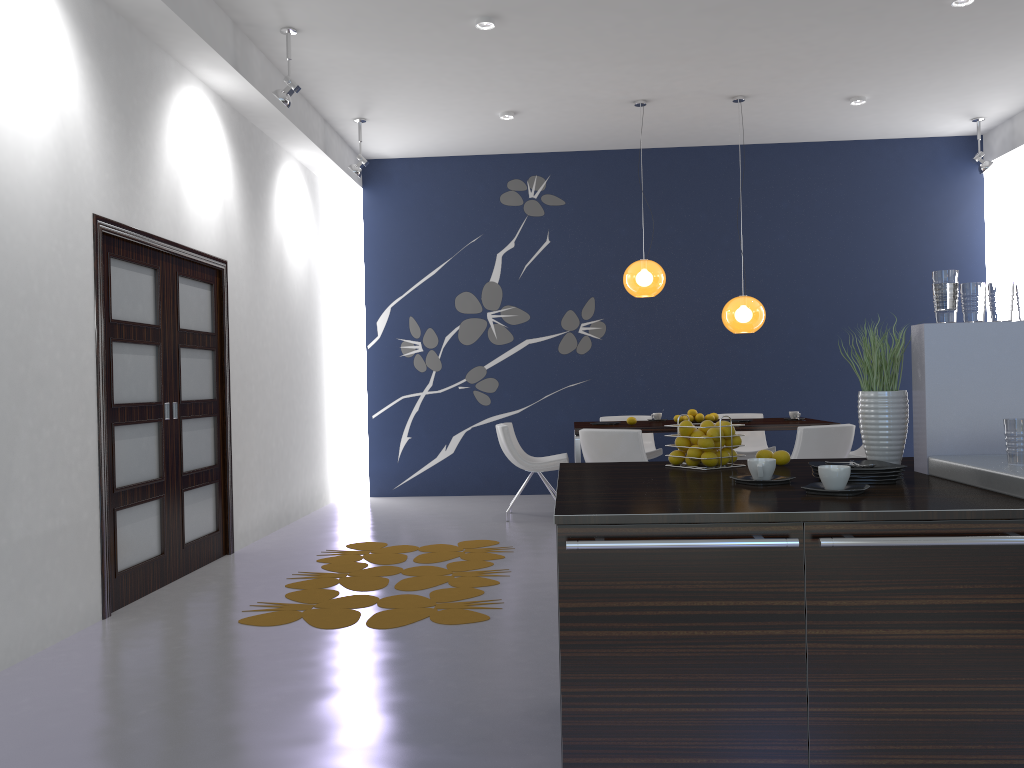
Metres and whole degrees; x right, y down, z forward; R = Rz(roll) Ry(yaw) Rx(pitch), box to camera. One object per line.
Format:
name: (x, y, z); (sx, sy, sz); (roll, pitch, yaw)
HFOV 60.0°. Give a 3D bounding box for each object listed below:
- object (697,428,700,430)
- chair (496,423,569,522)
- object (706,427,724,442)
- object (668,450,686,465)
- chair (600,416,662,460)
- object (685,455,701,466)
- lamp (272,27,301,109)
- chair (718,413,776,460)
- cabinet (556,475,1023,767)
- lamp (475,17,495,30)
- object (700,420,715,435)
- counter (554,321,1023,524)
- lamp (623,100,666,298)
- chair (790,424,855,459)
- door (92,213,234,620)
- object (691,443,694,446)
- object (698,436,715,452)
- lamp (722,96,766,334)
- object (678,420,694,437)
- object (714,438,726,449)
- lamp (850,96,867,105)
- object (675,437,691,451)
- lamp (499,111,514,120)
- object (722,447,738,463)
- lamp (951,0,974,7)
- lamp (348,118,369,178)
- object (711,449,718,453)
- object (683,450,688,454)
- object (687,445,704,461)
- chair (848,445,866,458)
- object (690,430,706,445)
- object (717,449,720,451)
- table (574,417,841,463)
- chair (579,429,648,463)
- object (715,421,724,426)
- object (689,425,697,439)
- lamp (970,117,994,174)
object: (0.668, 0.175, 3.078); (0.061, 0.052, 0.053); (-1, 0, 17)
chair: (0.180, 0.736, 7.604); (0.620, 0.805, 0.508); (-1, 0, 4)
object: (0.675, 0.168, 2.945); (0.063, 0.051, 0.053); (-1, 0, -41)
object: (0.566, 0.252, 3.035); (0.053, 0.052, 0.062); (-1, 0, 43)
chair: (1.119, 0.713, 8.403); (0.508, 0.805, 0.620); (-1, 0, -1)
object: (0.615, 0.253, 3.002); (0.061, 0.055, 0.050); (-1, 0, -41)
lamp: (-1.488, -2.066, 5.826); (0.185, 0.511, 0.150); (-1, 0, 4)
chair: (2.157, 0.689, 8.337); (0.508, 0.805, 0.620); (-1, 0, 4)
cabinet: (1.788, 0.682, 2.519); (3.285, 0.852, 1.377); (-1, 0, 4)
lamp: (-0.174, -2.335, 5.741); (0.132, 0.035, 0.132); (-1, 0, -43)
object: (0.663, 0.149, 3.011); (0.051, 0.053, 0.063); (-1, 0, 5)
counter: (1.780, 0.459, 2.508); (3.291, 1.300, 1.302); (-1, 0, 4)
lamp: (1.103, -1.561, 7.491); (0.358, 1.645, 0.359); (-1, 0, 14)
chair: (2.142, 0.692, 6.466); (0.508, 0.805, 0.620); (-1, 0, -26)
door: (-2.144, 0.164, 5.378); (0.220, 2.061, 1.764); (-1, 0, 4)
object: (0.637, 0.211, 3.045); (0.051, 0.053, 0.062); (-1, 0, 12)
object: (0.640, 0.197, 2.924); (0.060, 0.055, 0.053); (-1, 0, -43)
lamp: (1.924, -1.415, 7.442); (0.359, 1.974, 0.358); (-1, 0, 9)
object: (0.588, 0.152, 2.997); (0.050, 0.060, 0.059); (-1, 0, 3)
object: (0.687, 0.193, 2.986); (0.064, 0.053, 0.051); (-1, 0, 6)
lamp: (2.947, -2.410, 7.546); (0.132, 0.035, 0.132); (-1, 0, -39)
object: (0.582, 0.201, 3.016); (0.061, 0.054, 0.053); (-1, 0, -40)
lamp: (-0.046, -2.341, 7.737); (0.132, 0.035, 0.132); (-1, 0, 4)
object: (0.734, 0.241, 3.007); (0.060, 0.057, 0.052); (-1, 0, 5)
lamp: (2.820, -2.404, 5.550); (0.132, 0.035, 0.132); (-1, 0, -43)
lamp: (-1.360, -2.072, 7.822); (0.185, 0.511, 0.150); (-1, 0, 4)
object: (0.672, 0.242, 3.015); (0.057, 0.060, 0.052); (-1, 0, 9)
object: (0.614, 0.215, 3.065); (0.061, 0.055, 0.051); (-1, 0, -17)
object: (0.613, 0.229, 2.959); (0.052, 0.053, 0.062); (-1, 0, 41)
chair: (2.956, 0.672, 7.428); (0.620, 0.805, 0.508); (-1, 0, -1)
object: (0.626, 0.181, 2.989); (0.055, 0.051, 0.061); (-1, 0, -2)
object: (0.694, 0.248, 3.053); (0.064, 0.063, 0.074); (-1, 0, 24)
table: (1.560, 0.716, 7.465); (2.046, 0.783, 1.127); (-1, 0, 4)
chair: (0.846, 0.722, 6.559); (0.508, 0.805, 0.620); (-1, 0, 39)
object: (0.721, 0.151, 3.026); (0.053, 0.051, 0.063); (-1, 0, -39)
object: (0.613, 0.165, 3.059); (0.051, 0.053, 0.063); (-1, 0, 17)
lamp: (4.361, -2.204, 8.231); (0.185, 0.511, 0.150); (-1, 0, 4)
